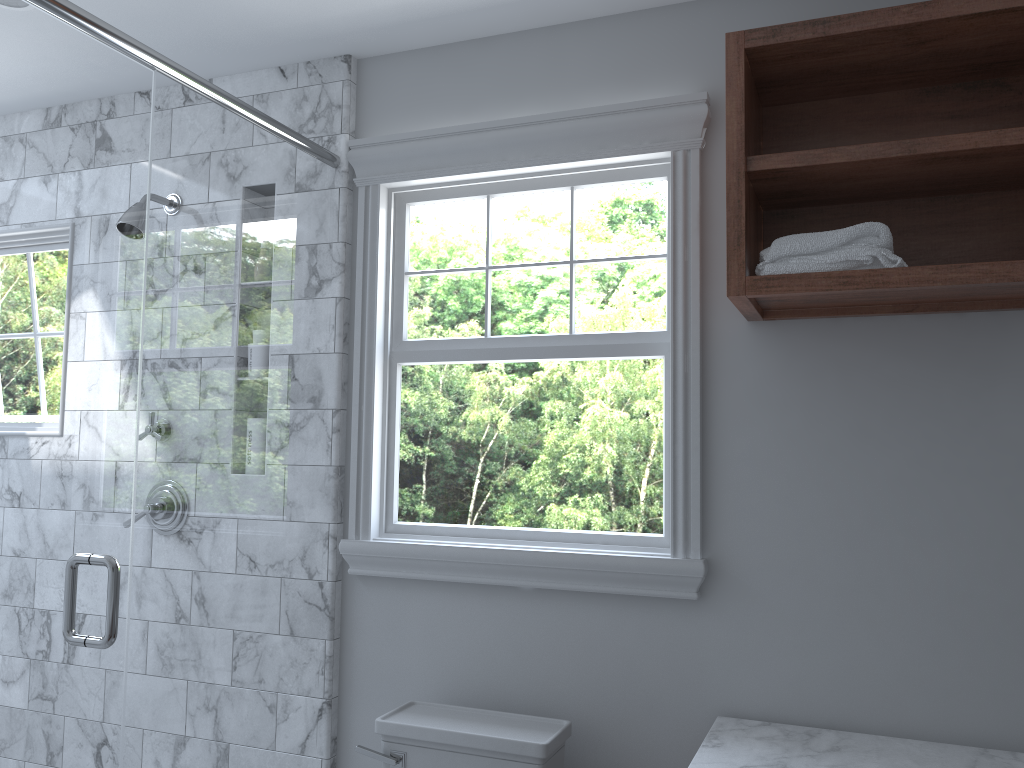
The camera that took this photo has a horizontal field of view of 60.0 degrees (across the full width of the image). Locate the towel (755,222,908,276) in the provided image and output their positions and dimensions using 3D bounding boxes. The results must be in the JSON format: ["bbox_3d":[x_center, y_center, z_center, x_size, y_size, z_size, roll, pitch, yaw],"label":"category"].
[{"bbox_3d":[0.684,-0.257,1.910,0.305,0.112,0.283,-1,-5,22],"label":"towel"}]

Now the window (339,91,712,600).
[{"bbox_3d":[0.022,-0.091,2.411,1.040,1.248,0.149,-1,-5,22],"label":"window"}]

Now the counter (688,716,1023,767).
[{"bbox_3d":[0.768,1.165,1.674,0.828,0.810,0.539,-1,-5,22],"label":"counter"}]

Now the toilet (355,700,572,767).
[{"bbox_3d":[-0.217,1.161,1.895,0.490,0.727,0.722,-1,-5,22],"label":"toilet"}]

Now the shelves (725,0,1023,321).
[{"bbox_3d":[0.815,-0.454,1.906,0.647,0.566,0.357,-1,-5,22],"label":"shelves"}]
